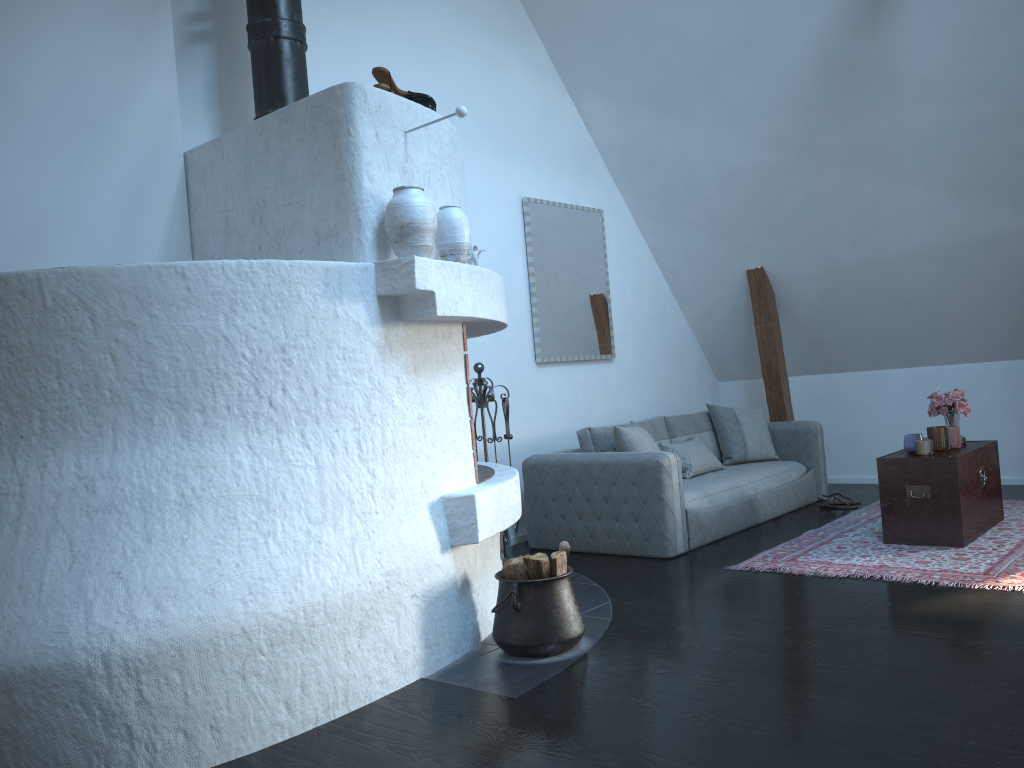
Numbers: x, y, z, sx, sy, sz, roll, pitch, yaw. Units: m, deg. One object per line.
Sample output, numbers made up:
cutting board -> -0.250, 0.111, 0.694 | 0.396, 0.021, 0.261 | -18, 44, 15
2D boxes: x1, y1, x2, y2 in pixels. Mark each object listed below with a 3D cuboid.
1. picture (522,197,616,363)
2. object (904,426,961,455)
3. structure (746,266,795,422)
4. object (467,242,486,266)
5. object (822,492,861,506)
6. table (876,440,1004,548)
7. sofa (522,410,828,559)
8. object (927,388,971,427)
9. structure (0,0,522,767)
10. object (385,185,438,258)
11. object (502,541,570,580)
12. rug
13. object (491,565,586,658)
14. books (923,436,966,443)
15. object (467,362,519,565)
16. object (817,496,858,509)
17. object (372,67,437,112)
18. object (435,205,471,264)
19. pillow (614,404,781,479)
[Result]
picture -> 0.448, -0.769, 6.684 | 0.025, 1.185, 0.965 | -5, 0, 41
object -> 2.434, 0.327, 5.194 | 0.413, 0.138, 0.215 | -5, 0, -38
structure -> 6.951, -0.473, 3.621 | 12.350, 1.963, 1.023 | -5, 0, 41
object -> -0.178, -0.561, 3.868 | 0.064, 0.114, 0.161 | -5, 0, 43
object -> 2.424, 0.844, 6.539 | 0.277, 0.090, 0.101 | -5, 0, -2
table -> 2.563, 0.627, 5.255 | 0.471, 0.492, 0.962 | -5, 0, 41
sofa -> 1.259, 0.605, 6.380 | 1.107, 0.770, 2.458 | -5, 0, 41
object -> 2.681, 0.199, 5.441 | 0.235, 0.351, 0.234 | -5, 0, 1
structure -> -1.552, -1.126, 4.306 | 3.058, 4.752, 3.049 | -5, 0, -40
object -> -0.393, -0.609, 3.476 | 0.203, 0.314, 0.203 | -5, 0, 25
object -> 0.101, 0.845, 3.627 | 0.270, 0.370, 0.240 | -5, 0, 40
rug -> 2.547, 0.868, 5.247 | 1.512, 0.029, 2.647 | -5, 0, 41
object -> 0.102, 0.928, 3.648 | 0.384, 0.313, 0.384 | -5, 0, -23
books -> 2.714, 0.355, 5.593 | 0.243, 0.034, 0.179 | -5, 0, 19
object -> -0.154, 0.487, 5.423 | 0.376, 1.245, 0.376 | -5, 0, 21
object -> 2.347, 0.850, 6.398 | 0.277, 0.090, 0.101 | -5, 0, 29
object -> -0.484, -1.236, 3.973 | 0.311, 0.094, 0.783 | -5, 0, 27
object -> -0.247, -0.602, 3.694 | 0.158, 0.274, 0.158 | -5, 0, -10
pillow -> 1.330, 0.422, 6.332 | 0.444, 0.515, 2.075 | -5, 0, 41
